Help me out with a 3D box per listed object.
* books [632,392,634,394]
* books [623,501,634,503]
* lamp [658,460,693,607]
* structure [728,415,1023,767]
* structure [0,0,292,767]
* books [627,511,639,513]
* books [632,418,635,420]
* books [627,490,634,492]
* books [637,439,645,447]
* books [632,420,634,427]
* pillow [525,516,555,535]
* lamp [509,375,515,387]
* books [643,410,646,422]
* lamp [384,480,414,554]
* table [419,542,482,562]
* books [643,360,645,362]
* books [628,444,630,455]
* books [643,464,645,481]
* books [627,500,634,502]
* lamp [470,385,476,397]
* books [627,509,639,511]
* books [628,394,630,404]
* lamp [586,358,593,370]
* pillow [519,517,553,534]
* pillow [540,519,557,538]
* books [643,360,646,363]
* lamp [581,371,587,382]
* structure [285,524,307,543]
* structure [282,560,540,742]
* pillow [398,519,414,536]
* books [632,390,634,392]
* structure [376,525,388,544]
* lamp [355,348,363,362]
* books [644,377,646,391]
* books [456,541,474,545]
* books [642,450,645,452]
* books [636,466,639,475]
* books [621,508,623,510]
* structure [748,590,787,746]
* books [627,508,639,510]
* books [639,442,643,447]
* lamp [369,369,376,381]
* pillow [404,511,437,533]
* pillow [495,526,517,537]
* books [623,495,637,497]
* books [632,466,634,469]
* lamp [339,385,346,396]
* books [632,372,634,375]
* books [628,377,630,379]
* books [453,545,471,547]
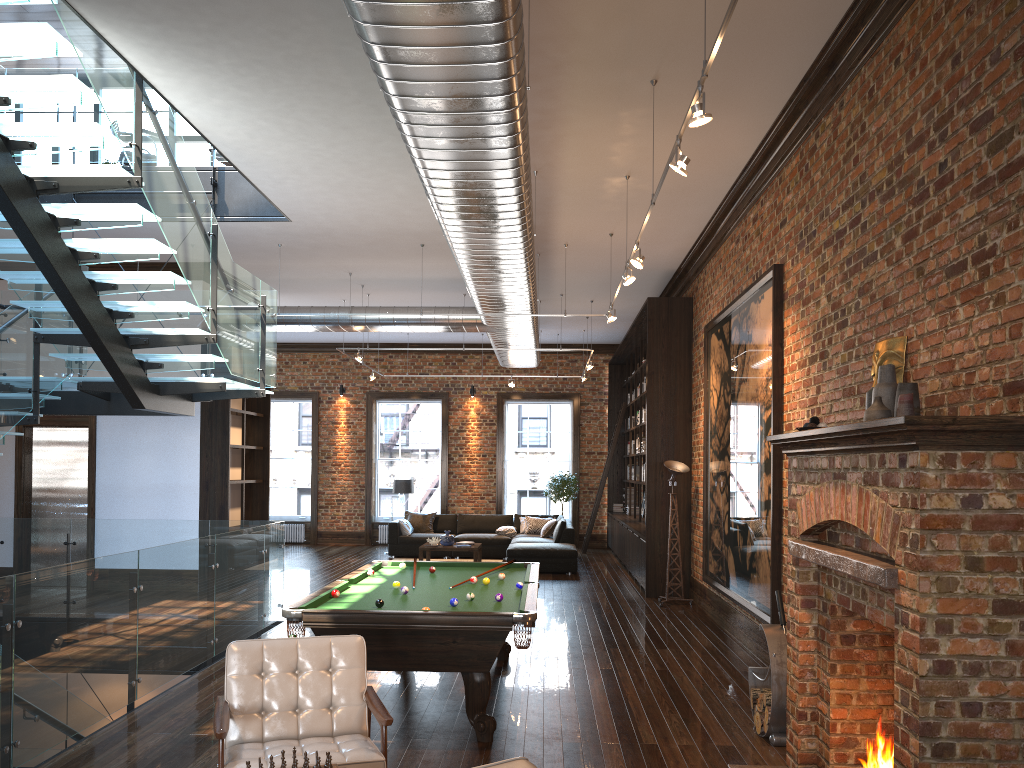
[{"bbox_3d":[2.506,0.295,17.989,0.190,0.279,0.017,0,-1,2],"label":"books"},{"bbox_3d":[2.511,2.513,18.905,0.250,0.020,0.318,0,-5,2],"label":"books"},{"bbox_3d":[2.075,1.875,11.180,0.425,1.824,0.507,0,-1,7],"label":"lamp"},{"bbox_3d":[1.654,1.163,4.191,0.887,1.902,2.006,0,-3,2],"label":"structure"},{"bbox_3d":[-4.220,0.493,6.294,3.576,14.466,7.061,1,-2,2],"label":"structure"},{"bbox_3d":[2.463,2.594,17.986,0.229,0.008,0.331,0,-5,4],"label":"books"},{"bbox_3d":[2.512,0.812,17.928,0.166,0.249,0.079,0,-1,2],"label":"books"},{"bbox_3d":[2.534,2.280,18.902,0.184,0.030,0.266,0,-5,8],"label":"books"},{"bbox_3d":[2.459,1.181,16.753,0.189,0.287,0.013,0,-1,2],"label":"books"},{"bbox_3d":[2.503,0.830,17.908,0.185,0.210,0.069,0,-1,2],"label":"books"},{"bbox_3d":[0.540,2.726,17.103,0.611,0.361,0.289,0,-3,6],"label":"pillow"},{"bbox_3d":[-0.004,-0.055,17.759,0.113,0.229,0.114,1,-2,-29],"label":"lamp"},{"bbox_3d":[2.393,0.560,15.245,0.272,0.240,0.083,0,-1,2],"label":"books"},{"bbox_3d":[-2.231,2.601,17.329,0.687,1.464,0.420,0,-1,32],"label":"lamp"},{"bbox_3d":[-1.065,2.997,15.552,1.000,0.344,1.005,0,-5,2],"label":"table"},{"bbox_3d":[2.435,-0.407,15.795,0.215,0.015,0.320,1,-5,-1],"label":"books"},{"bbox_3d":[2.495,1.349,18.172,0.231,0.224,0.024,0,-1,2],"label":"books"},{"bbox_3d":[2.438,1.591,15.870,0.184,0.300,0.016,0,-1,2],"label":"books"},{"bbox_3d":[2.533,2.487,18.904,0.183,0.034,0.271,0,-5,8],"label":"books"},{"bbox_3d":[-0.853,0.155,19.272,0.126,0.236,0.155,0,-2,2],"label":"lamp"},{"bbox_3d":[2.461,2.557,17.987,0.229,0.008,0.331,1,-5,-1],"label":"books"},{"bbox_3d":[2.497,0.329,18.202,0.235,0.252,0.028,0,-1,2],"label":"books"},{"bbox_3d":[1.288,-0.342,14.639,0.113,0.229,0.114,1,-2,-22],"label":"lamp"},{"bbox_3d":[0.473,2.769,17.285,0.703,0.337,0.270,0,-3,3],"label":"pillow"},{"bbox_3d":[0.691,2.716,16.630,0.314,0.354,0.631,0,-4,2],"label":"pillow"},{"bbox_3d":[2.439,-0.391,15.795,0.199,0.017,0.304,1,-5,-2],"label":"books"},{"bbox_3d":[1.364,-0.149,16.644,0.113,0.229,0.114,-1,-2,41],"label":"lamp"},{"bbox_3d":[-5.162,3.277,19.521,1.301,0.395,0.216,0,-2,2],"label":"structure"},{"bbox_3d":[-0.571,1.910,6.723,1.552,0.849,2.968,0,-5,2],"label":"structure"},{"bbox_3d":[-2.023,2.751,17.029,0.244,0.304,0.576,0,-4,3],"label":"pillow"},{"bbox_3d":[2.530,0.291,18.252,0.168,0.337,0.016,0,-1,2],"label":"books"},{"bbox_3d":[-2.307,3.294,19.413,1.301,0.395,0.216,0,-2,2],"label":"structure"},{"bbox_3d":[-2.393,-0.453,13.847,0.114,0.230,0.114,0,-2,23],"label":"lamp"},{"bbox_3d":[2.423,0.040,15.589,0.186,0.328,0.069,0,-1,2],"label":"books"},{"bbox_3d":[-0.820,2.791,15.572,0.205,0.028,0.262,-3,-7,34],"label":"books"},{"bbox_3d":[2.388,1.160,15.345,0.244,0.025,0.161,0,-5,1],"label":"books"},{"bbox_3d":[2.536,1.807,17.982,0.129,0.282,0.030,0,-1,2],"label":"books"},{"bbox_3d":[2.267,2.669,18.967,0.200,0.019,0.256,0,-5,4],"label":"books"},{"bbox_3d":[1.840,1.786,5.607,0.538,0.917,0.930,0,-3,3],"label":"structure"},{"bbox_3d":[2.455,2.534,17.988,0.228,0.008,0.333,0,-6,8],"label":"books"},{"bbox_3d":[2.475,1.204,16.700,0.147,0.232,0.036,0,-1,2],"label":"books"},{"bbox_3d":[-2.633,-0.172,16.795,0.114,0.229,0.114,-1,-2,43],"label":"lamp"},{"bbox_3d":[-1.834,2.714,17.410,0.700,0.439,0.305,0,-2,2],"label":"pillow"},{"bbox_3d":[-0.112,2.842,17.097,0.409,0.203,0.613,1,-5,0],"label":"pillow"},{"bbox_3d":[2.507,2.384,18.902,0.260,0.028,0.317,0,-5,2],"label":"books"},{"bbox_3d":[2.545,1.822,18.161,0.159,0.285,0.014,0,-1,2],"label":"books"},{"bbox_3d":[-3.716,0.139,19.380,0.126,0.236,0.155,0,-2,2],"label":"lamp"},{"bbox_3d":[2.505,-0.206,17.624,0.216,0.018,0.377,1,-5,0],"label":"books"},{"bbox_3d":[2.572,-0.117,18.962,0.190,0.017,0.301,1,-5,0],"label":"books"},{"bbox_3d":[-0.853,2.785,15.233,0.262,0.024,0.206,3,-6,-20],"label":"books"}]
